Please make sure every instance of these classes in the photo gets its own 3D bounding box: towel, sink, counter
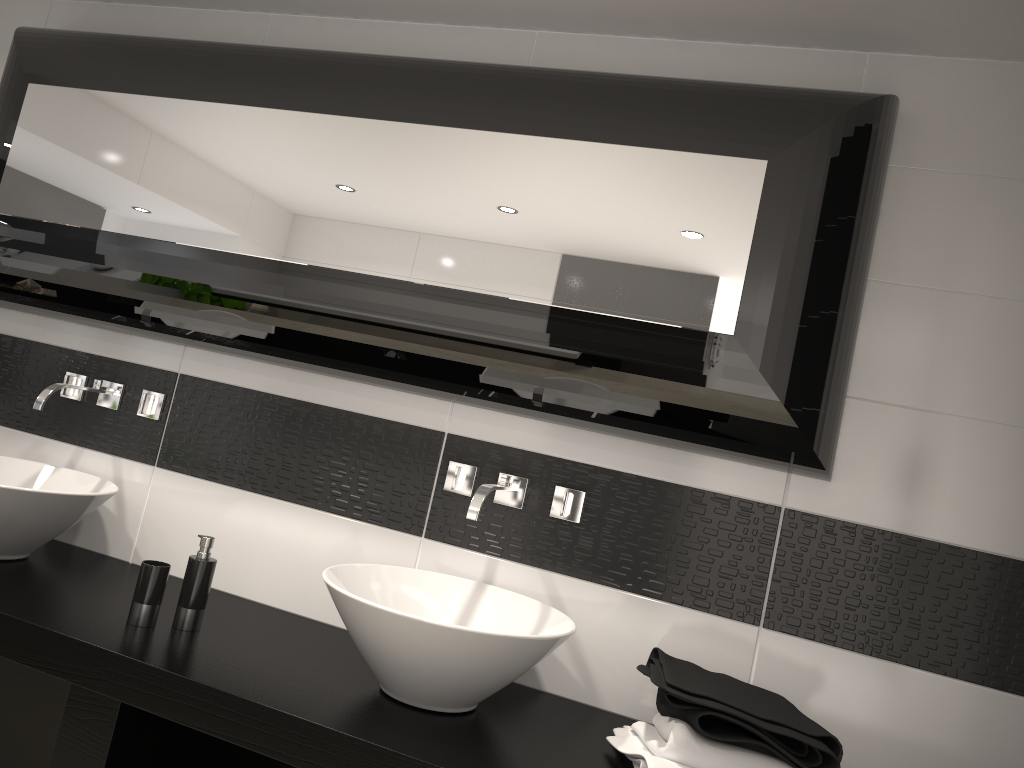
[{"bbox_3d":[0.428,0.665,1.799,0.388,0.132,0.405,12,-4,5],"label":"towel"},{"bbox_3d":[-0.156,0.565,1.916,0.559,0.212,0.558,13,-4,-3],"label":"sink"},{"bbox_3d":[-1.350,0.327,2.315,0.557,0.212,0.560,15,-4,-28],"label":"sink"},{"bbox_3d":[0.391,0.726,1.764,0.390,0.133,0.405,12,-4,3],"label":"towel"},{"bbox_3d":[-0.798,0.590,2.084,3.851,0.084,0.652,11,-4,18],"label":"counter"}]

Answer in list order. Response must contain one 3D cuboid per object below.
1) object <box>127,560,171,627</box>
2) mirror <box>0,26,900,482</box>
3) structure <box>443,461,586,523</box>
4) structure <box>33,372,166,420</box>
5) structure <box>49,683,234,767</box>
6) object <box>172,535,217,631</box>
[{"bbox_3d":[-0.812,0.468,1.984,0.063,0.134,0.063,16,-6,-37],"label":"object"},{"bbox_3d":[-0.431,-0.474,2.358,2.618,0.904,0.257,11,-5,18],"label":"mirror"},{"bbox_3d":[-0.036,0.270,2.119,0.368,0.108,0.258,11,-4,18],"label":"structure"},{"bbox_3d":[-1.228,0.033,2.517,0.368,0.108,0.258,11,-4,18],"label":"structure"},{"bbox_3d":[-0.836,1.007,1.931,0.126,0.764,0.462,11,-5,18],"label":"structure"},{"bbox_3d":[-0.721,0.454,2.031,0.063,0.208,0.063,13,-5,-2],"label":"object"}]
